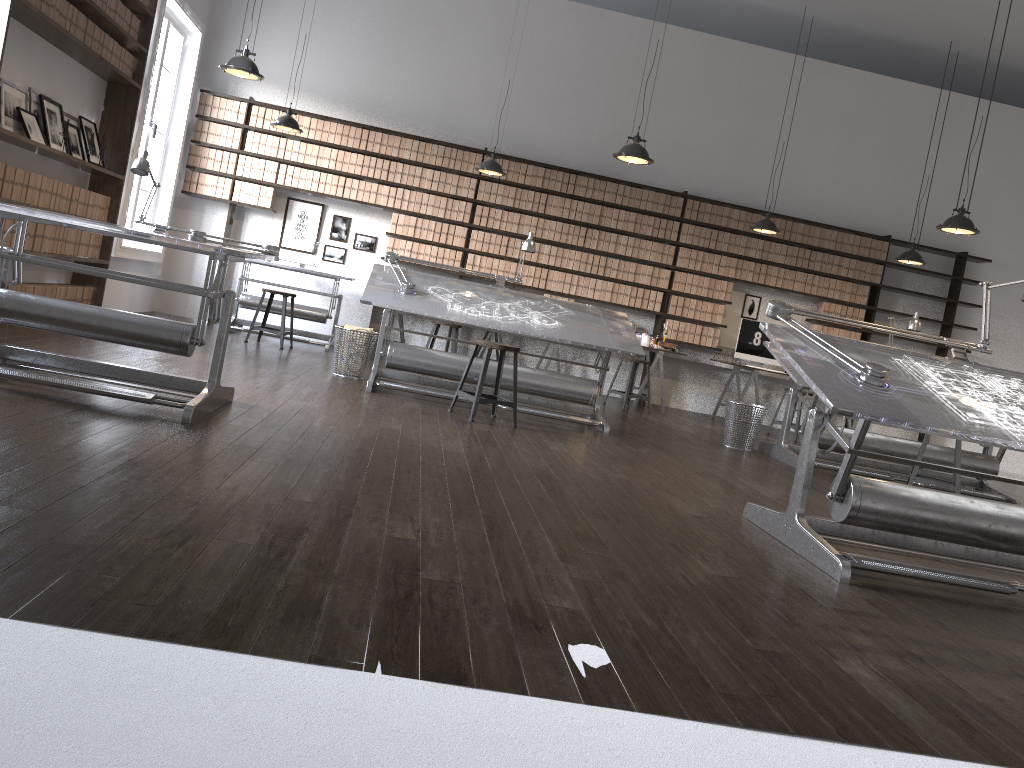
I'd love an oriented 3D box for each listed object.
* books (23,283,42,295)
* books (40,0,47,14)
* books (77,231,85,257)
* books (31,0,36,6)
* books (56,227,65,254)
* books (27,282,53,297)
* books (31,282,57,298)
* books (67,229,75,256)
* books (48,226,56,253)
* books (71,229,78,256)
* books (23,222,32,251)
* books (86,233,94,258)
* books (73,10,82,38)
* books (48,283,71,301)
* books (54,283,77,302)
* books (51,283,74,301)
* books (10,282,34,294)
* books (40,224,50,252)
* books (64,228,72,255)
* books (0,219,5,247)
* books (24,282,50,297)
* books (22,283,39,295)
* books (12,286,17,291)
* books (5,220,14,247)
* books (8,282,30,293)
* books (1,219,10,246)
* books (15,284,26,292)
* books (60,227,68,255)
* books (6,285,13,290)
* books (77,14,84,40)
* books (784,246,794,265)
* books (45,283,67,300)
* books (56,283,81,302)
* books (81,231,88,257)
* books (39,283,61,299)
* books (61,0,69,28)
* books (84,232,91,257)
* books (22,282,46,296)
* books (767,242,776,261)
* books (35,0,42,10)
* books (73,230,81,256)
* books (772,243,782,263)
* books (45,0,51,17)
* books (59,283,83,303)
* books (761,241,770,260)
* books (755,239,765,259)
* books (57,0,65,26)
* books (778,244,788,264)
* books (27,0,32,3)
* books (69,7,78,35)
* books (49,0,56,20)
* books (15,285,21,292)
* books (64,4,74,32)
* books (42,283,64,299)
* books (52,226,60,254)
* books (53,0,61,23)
[{"bbox_3d":[-3.655,-0.640,6.664,0.174,0.225,0.067,11,2,-6],"label":"books"},{"bbox_3d":[-3.184,-2.556,5.870,0.174,0.225,0.067,11,2,-6],"label":"books"},{"bbox_3d":[-3.623,-1.173,7.272,0.174,0.225,0.067,11,2,-6],"label":"books"},{"bbox_3d":[-3.176,-2.544,5.732,0.174,0.225,0.067,11,2,-6],"label":"books"},{"bbox_3d":[-3.584,-1.133,6.857,0.174,0.225,0.067,11,2,-6],"label":"books"},{"bbox_3d":[-3.679,-0.660,6.862,0.174,0.225,0.067,11,2,-6],"label":"books"},{"bbox_3d":[-3.684,-0.667,6.931,0.174,0.225,0.067,11,2,-6],"label":"books"},{"bbox_3d":[-3.604,-1.153,7.064,0.174,0.225,0.067,11,2,-6],"label":"books"},{"bbox_3d":[-3.572,-1.119,6.713,0.174,0.225,0.067,11,2,-6],"label":"books"},{"bbox_3d":[-3.615,-1.161,7.133,0.174,0.225,0.067,11,2,-6],"label":"books"},{"bbox_3d":[-3.523,-1.076,6.288,0.174,0.225,0.067,11,2,-6],"label":"books"},{"bbox_3d":[-3.643,-1.193,7.473,0.174,0.225,0.067,11,2,-6],"label":"books"},{"bbox_3d":[-3.240,-2.611,6.423,0.174,0.225,0.067,11,2,-6],"label":"books"},{"bbox_3d":[-3.707,-0.693,7.203,0.174,0.225,0.067,11,2,-6],"label":"books"},{"bbox_3d":[-3.726,-0.708,7.340,0.174,0.225,0.067,11,2,-6],"label":"books"},{"bbox_3d":[-3.719,-0.700,7.269,0.174,0.225,0.067,11,2,-6],"label":"books"},{"bbox_3d":[-3.640,-0.625,6.518,0.174,0.225,0.067,11,2,-6],"label":"books"},{"bbox_3d":[-3.550,-1.103,6.572,0.174,0.225,0.067,11,2,-6],"label":"books"},{"bbox_3d":[-3.593,-1.145,6.992,0.174,0.225,0.067,11,2,-6],"label":"books"},{"bbox_3d":[-3.481,-1.035,5.880,0.174,0.225,0.067,11,2,-6],"label":"books"},{"bbox_3d":[-3.665,-0.652,6.793,0.174,0.225,0.067,11,2,-6],"label":"books"},{"bbox_3d":[-3.645,-0.632,6.592,0.174,0.225,0.067,11,2,-6],"label":"books"},{"bbox_3d":[-3.615,-0.599,6.246,0.174,0.225,0.067,11,2,-6],"label":"books"},{"bbox_3d":[-3.498,-1.049,6.014,0.174,0.225,0.067,11,2,-6],"label":"books"},{"bbox_3d":[-3.629,-0.618,6.447,0.174,0.225,0.067,11,2,-6],"label":"books"},{"bbox_3d":[-3.490,-1.042,5.951,0.174,0.225,0.067,11,2,-6],"label":"books"},{"bbox_3d":[-3.621,-0.610,6.375,0.174,0.225,0.067,11,2,-6],"label":"books"},{"bbox_3d":[-3.586,-1.138,6.920,0.174,0.225,0.067,11,2,-6],"label":"books"},{"bbox_3d":[-3.602,-0.591,6.173,0.174,0.225,0.067,11,2,-6],"label":"books"},{"bbox_3d":[-3.251,-2.618,6.485,0.174,0.225,0.067,11,2,-6],"label":"books"},{"bbox_3d":[3.174,-1.482,10.249,0.067,0.225,0.175,11,3,-7],"label":"books"},{"bbox_3d":[-3.704,-0.687,7.136,0.174,0.225,0.067,11,2,-6],"label":"books"},{"bbox_3d":[-3.730,-0.714,7.410,0.174,0.225,0.067,11,2,-6],"label":"books"},{"bbox_3d":[-3.633,-1.181,7.344,0.174,0.225,0.067,11,2,-6],"label":"books"},{"bbox_3d":[-3.687,-0.673,7.002,0.174,0.225,0.067,11,2,-6],"label":"books"},{"bbox_3d":[-3.226,-2.591,6.209,0.174,0.225,0.067,11,2,-6],"label":"books"},{"bbox_3d":[-3.641,-1.187,7.407,0.174,0.225,0.067,11,2,-6],"label":"books"},{"bbox_3d":[-3.662,-0.646,6.726,0.174,0.225,0.067,11,2,-6],"label":"books"},{"bbox_3d":[2.964,-1.522,10.233,0.066,0.225,0.175,11,3,-7],"label":"books"},{"bbox_3d":[-3.183,-2.551,5.802,0.174,0.225,0.067,11,2,-6],"label":"books"},{"bbox_3d":[-3.620,-1.167,7.202,0.174,0.225,0.067,11,2,-6],"label":"books"},{"bbox_3d":[3.033,-1.509,10.237,0.066,0.225,0.175,11,3,-7],"label":"books"},{"bbox_3d":[-3.195,-2.564,5.936,0.174,0.225,0.067,11,2,-6],"label":"books"},{"bbox_3d":[-3.741,-0.722,7.481,0.174,0.225,0.067,11,2,-6],"label":"books"},{"bbox_3d":[2.896,-1.534,10.224,0.066,0.225,0.175,11,3,-7],"label":"books"},{"bbox_3d":[2.828,-1.547,10.212,0.067,0.225,0.175,11,3,-7],"label":"books"},{"bbox_3d":[-3.217,-2.584,6.140,0.174,0.225,0.067,11,2,-6],"label":"books"},{"bbox_3d":[3.104,-1.495,10.242,0.066,0.225,0.175,11,3,-7],"label":"books"},{"bbox_3d":[-3.165,-2.536,5.662,0.174,0.225,0.067,11,2,-6],"label":"books"},{"bbox_3d":[-3.233,-2.604,6.351,0.174,0.225,0.067,11,2,-6],"label":"books"},{"bbox_3d":[-3.200,-2.570,5.998,0.174,0.225,0.067,11,2,-6],"label":"books"},{"bbox_3d":[-3.619,-0.605,6.311,0.174,0.225,0.067,11,2,-6],"label":"books"},{"bbox_3d":[-3.229,-2.598,6.279,0.174,0.225,0.067,11,2,-6],"label":"books"},{"bbox_3d":[-3.696,-0.680,7.073,0.174,0.225,0.067,11,2,-6],"label":"books"},{"bbox_3d":[-3.577,-1.125,6.783,0.174,0.225,0.067,11,2,-6],"label":"books"},{"bbox_3d":[-3.206,-2.577,6.071,0.174,0.225,0.067,11,2,-6],"label":"books"}]
